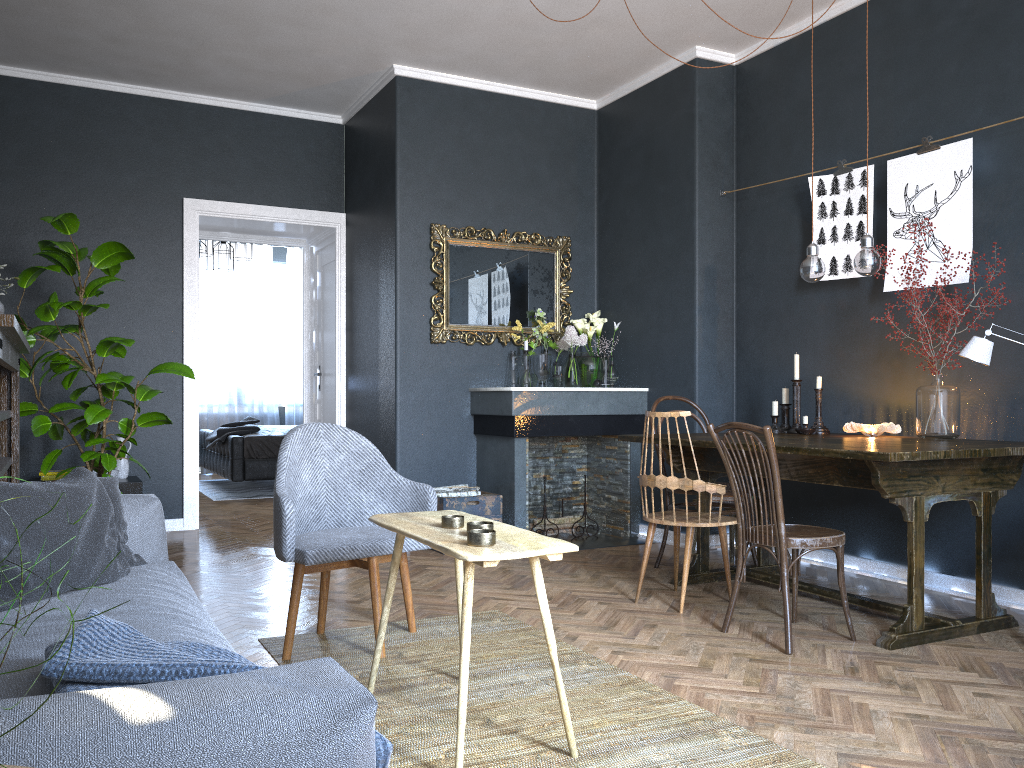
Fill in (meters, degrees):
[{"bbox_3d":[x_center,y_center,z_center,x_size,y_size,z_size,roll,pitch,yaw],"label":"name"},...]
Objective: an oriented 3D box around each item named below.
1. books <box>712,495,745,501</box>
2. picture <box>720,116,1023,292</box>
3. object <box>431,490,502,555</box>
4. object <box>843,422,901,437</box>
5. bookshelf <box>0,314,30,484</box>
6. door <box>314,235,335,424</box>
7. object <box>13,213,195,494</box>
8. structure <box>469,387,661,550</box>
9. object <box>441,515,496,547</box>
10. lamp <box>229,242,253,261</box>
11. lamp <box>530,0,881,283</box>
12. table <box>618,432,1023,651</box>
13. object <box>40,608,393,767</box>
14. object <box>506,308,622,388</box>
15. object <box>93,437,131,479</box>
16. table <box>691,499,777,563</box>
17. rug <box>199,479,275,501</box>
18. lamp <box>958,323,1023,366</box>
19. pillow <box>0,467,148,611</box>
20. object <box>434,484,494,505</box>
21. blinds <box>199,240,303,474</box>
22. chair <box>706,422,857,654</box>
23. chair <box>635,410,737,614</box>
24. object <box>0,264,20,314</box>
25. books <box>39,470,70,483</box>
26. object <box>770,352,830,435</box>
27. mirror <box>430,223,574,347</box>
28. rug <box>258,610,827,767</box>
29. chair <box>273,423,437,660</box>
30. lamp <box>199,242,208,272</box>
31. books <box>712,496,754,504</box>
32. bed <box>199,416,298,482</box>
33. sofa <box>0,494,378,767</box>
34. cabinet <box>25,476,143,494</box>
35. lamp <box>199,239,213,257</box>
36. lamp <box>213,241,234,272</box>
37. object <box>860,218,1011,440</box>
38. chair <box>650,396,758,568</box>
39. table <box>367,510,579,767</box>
[{"bbox_3d":[1.259,0.647,5.106,0.207,0.025,0.262,0,-1,16],"label":"books"},{"bbox_3d":[2.293,-0.825,3.414,0.058,0.771,4.457,0,-1,-27],"label":"picture"},{"bbox_3d":[-0.352,0.828,5.447,0.383,0.326,0.552,0,-1,-27],"label":"object"},{"bbox_3d":[1.688,0.211,4.160,0.252,0.072,0.254,0,-1,-21],"label":"object"},{"bbox_3d":[-2.212,0.378,3.553,0.451,1.172,1.918,0,-1,-27],"label":"bookshelf"},{"bbox_3d":[-1.430,-0.076,7.070,0.162,2.187,0.857,0,0,-27],"label":"door"},{"bbox_3d":[-2.407,0.042,4.875,1.118,1.899,0.763,0,0,-33],"label":"object"},{"bbox_3d":[0.336,0.516,5.710,1.065,0.981,0.834,0,0,-27],"label":"structure"},{"bbox_3d":[-0.102,0.381,2.328,0.103,0.033,0.369,0,-1,-17],"label":"object"},{"bbox_3d":[-2.593,-1.575,8.484,0.210,0.769,0.210,0,0,-14],"label":"lamp"},{"bbox_3d":[0.779,-1.248,3.807,1.590,1.574,0.583,0,0,4],"label":"lamp"},{"bbox_3d":[1.386,0.606,3.913,1.126,0.727,1.604,0,-1,-27],"label":"table"},{"bbox_3d":[-0.487,0.554,1.398,0.490,0.329,0.666,0,-1,-22],"label":"object"},{"bbox_3d":[0.363,-0.245,5.904,0.727,0.547,0.474,0,0,-24],"label":"object"},{"bbox_3d":[-2.580,0.472,5.634,0.228,0.268,0.229,0,0,6],"label":"object"},{"bbox_3d":[1.281,0.830,5.097,0.364,0.317,0.369,0,-1,-27],"label":"table"},{"bbox_3d":[-2.452,1.050,9.058,1.458,0.013,2.045,0,-1,-27],"label":"rug"},{"bbox_3d":[2.109,0.299,3.291,0.800,1.069,0.242,0,0,17],"label":"lamp"},{"bbox_3d":[-1.260,0.366,2.349,0.442,0.362,0.797,0,-1,-9],"label":"pillow"},{"bbox_3d":[-0.348,0.752,5.449,0.370,0.247,0.533,0,-1,-27],"label":"object"},{"bbox_3d":[-3.682,-0.327,10.564,3.992,2.789,0.312,0,0,-27],"label":"blinds"},{"bbox_3d":[1.017,0.550,3.341,0.467,0.820,0.363,0,0,-28],"label":"chair"},{"bbox_3d":[0.767,0.546,3.947,0.384,0.856,0.456,0,0,-42],"label":"chair"},{"bbox_3d":[-2.449,-0.405,4.029,0.275,0.412,0.385,0,0,41],"label":"object"},{"bbox_3d":[-2.822,0.572,5.509,0.215,0.066,0.162,1,-1,-32],"label":"books"},{"bbox_3d":[1.457,0.046,4.562,0.223,0.419,0.368,0,0,-26],"label":"object"},{"bbox_3d":[-0.054,-0.643,5.923,1.057,0.784,0.067,0,0,-27],"label":"mirror"},{"bbox_3d":[-0.048,0.949,2.660,1.003,0.013,2.011,0,-1,-27],"label":"rug"},{"bbox_3d":[-0.615,0.552,3.263,0.495,0.811,0.645,0,0,41],"label":"chair"},{"bbox_3d":[-3.182,-1.550,8.944,0.210,0.804,0.210,0,0,-14],"label":"lamp"},{"bbox_3d":[1.276,0.665,5.113,0.219,0.013,0.272,0,-1,19],"label":"books"},{"bbox_3d":[-2.010,0.473,9.322,2.375,1.162,2.265,0,-1,-27],"label":"bed"},{"bbox_3d":[-1.023,0.536,1.771,0.970,0.798,2.340,0,-1,-28],"label":"sofa"},{"bbox_3d":[-2.681,0.800,5.545,0.650,0.390,0.456,0,-1,-27],"label":"cabinet"},{"bbox_3d":[-3.008,-1.606,8.597,0.210,0.714,0.210,0,0,-14],"label":"lamp"},{"bbox_3d":[-3.047,-1.573,9.360,0.210,0.747,0.210,0,0,-14],"label":"lamp"},{"bbox_3d":[1.890,-0.222,3.921,0.556,0.931,0.639,0,0,33],"label":"object"},{"bbox_3d":[1.002,0.520,4.661,0.438,0.920,0.549,0,0,-25],"label":"chair"},{"bbox_3d":[-0.139,0.673,2.461,0.339,0.550,0.787,0,-1,-27],"label":"table"}]
